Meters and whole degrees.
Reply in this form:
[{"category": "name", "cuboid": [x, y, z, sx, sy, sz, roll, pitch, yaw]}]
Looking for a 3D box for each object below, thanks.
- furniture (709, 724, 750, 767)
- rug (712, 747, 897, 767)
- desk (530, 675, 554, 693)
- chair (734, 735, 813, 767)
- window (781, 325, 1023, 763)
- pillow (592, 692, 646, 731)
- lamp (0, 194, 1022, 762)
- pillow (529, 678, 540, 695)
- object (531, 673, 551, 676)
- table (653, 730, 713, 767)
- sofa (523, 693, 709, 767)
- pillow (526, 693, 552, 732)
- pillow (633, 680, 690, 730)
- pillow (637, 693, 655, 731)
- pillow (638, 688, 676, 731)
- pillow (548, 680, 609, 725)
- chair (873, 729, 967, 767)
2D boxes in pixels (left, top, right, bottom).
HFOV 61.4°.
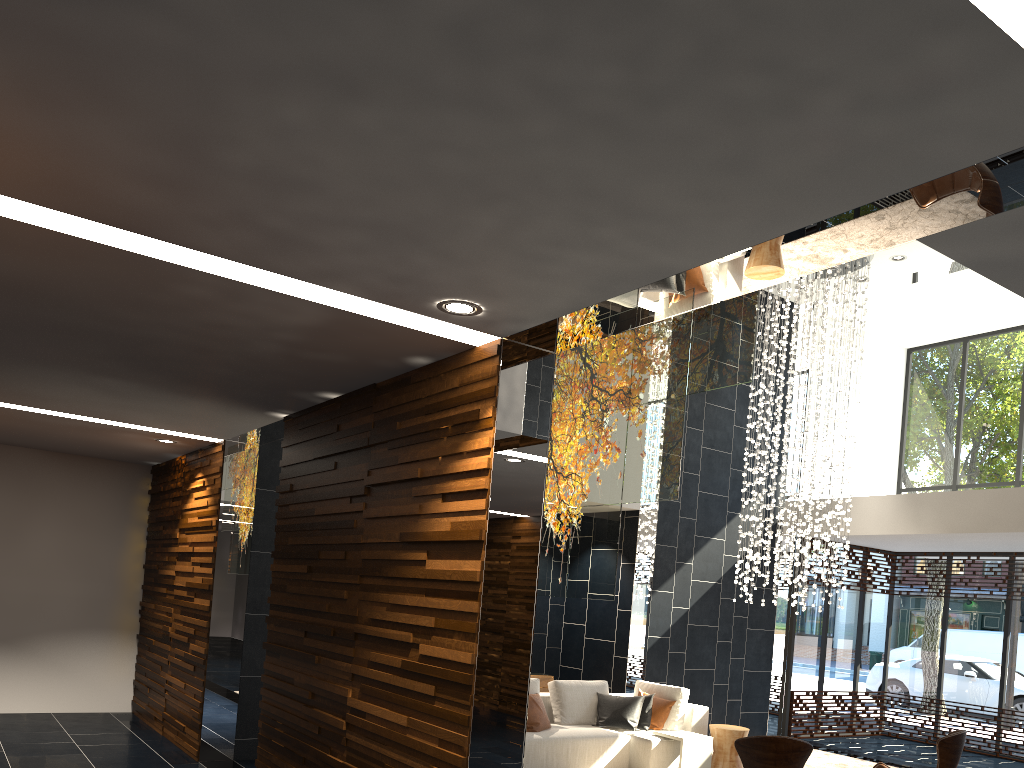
[{"category": "furniture", "cuboid": [2.145, 3.678, 8.595, 0.392, 0.511, 0.400, 5, -6, 1]}, {"category": "rug", "cuboid": [3.463, 4.307, 9.647, 2.375, 0.006, 3.457, 14, -17, -32]}, {"category": "desk", "cuboid": [-0.553, 3.665, 9.845, 2.282, 0.734, 0.999, 13, -12, -34]}, {"category": "chair", "cuboid": [1.664, 2.688, 5.601, 0.677, 0.911, 0.804, 5, -6, -6]}, {"category": "window", "cuboid": [6.642, 1.687, 10.048, 2.387, 5.892, 6.194, 6, -7, -34]}, {"category": "pillow", "cuboid": [1.063, 3.269, 8.599, 0.503, 0.358, 0.306, 2, -7, 15]}, {"category": "lamp", "cuboid": [2.819, -44.421, 5.196, 400.416, 111.572, 409.653, 6, -13, -8]}, {"category": "pillow", "cuboid": [-0.032, 3.032, 8.239, 0.732, 0.444, 0.248, 12, -7, -34]}, {"category": "object", "cuboid": [0.122, 3.447, 10.259, 0.718, 0.026, 0.245, 11, -15, -23]}, {"category": "table", "cuboid": [1.614, 3.571, 8.231, 0.406, 0.457, 0.402, 9, -8, -34]}, {"category": "sofa", "cuboid": [0.608, 3.403, 8.332, 2.899, 0.668, 1.305, 14, -14, -33]}, {"category": "pillow", "cuboid": [0.212, 3.056, 8.081, 0.267, 0.403, 0.535, 2, -9, 27]}, {"category": "pillow", "cuboid": [1.520, 3.336, 8.954, 0.221, 0.447, 0.720, 7, -10, -32]}, {"category": "pillow", "cuboid": [1.208, 3.306, 8.709, 0.552, 0.407, 0.260, 1, -6, 24]}, {"category": "pillow", "cuboid": [1.396, 3.327, 8.786, 0.273, 0.404, 0.523, 8, -9, -38]}, {"category": "pillow", "cuboid": [0.708, 3.224, 8.745, 0.731, 0.428, 0.291, 12, -8, -33]}, {"category": "chair", "cuboid": [3.010, 3.050, 6.622, 0.786, 0.912, 0.691, 2, -6, 24]}]
